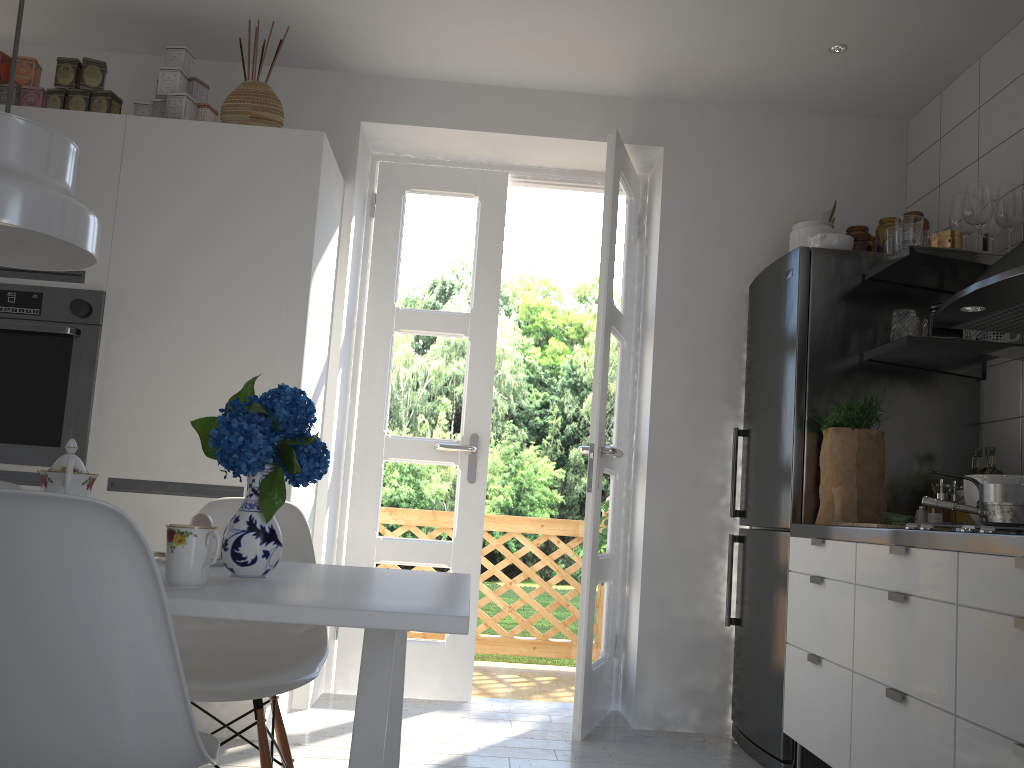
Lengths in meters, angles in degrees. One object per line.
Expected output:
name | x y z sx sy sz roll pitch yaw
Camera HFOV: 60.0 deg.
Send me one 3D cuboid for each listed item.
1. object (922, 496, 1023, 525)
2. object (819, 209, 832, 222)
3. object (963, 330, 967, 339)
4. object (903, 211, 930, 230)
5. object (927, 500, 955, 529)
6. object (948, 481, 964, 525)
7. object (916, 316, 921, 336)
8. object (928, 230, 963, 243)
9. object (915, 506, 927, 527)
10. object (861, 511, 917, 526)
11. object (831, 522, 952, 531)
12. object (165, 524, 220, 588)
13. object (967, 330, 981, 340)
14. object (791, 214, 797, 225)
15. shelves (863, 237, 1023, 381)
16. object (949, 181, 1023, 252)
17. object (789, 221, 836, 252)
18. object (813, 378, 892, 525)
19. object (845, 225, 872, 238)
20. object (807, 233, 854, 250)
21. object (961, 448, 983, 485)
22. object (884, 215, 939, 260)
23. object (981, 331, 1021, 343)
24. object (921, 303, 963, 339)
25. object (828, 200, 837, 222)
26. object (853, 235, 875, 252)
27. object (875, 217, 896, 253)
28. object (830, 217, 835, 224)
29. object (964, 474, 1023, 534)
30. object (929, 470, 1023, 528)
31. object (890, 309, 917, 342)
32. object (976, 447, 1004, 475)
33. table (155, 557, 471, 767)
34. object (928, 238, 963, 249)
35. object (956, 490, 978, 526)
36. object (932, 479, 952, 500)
object | 1.211 0.309 2.139 0.232 0.060 0.352 7 -9 -23
object | 1.196 -0.561 3.497 0.141 0.288 0.064 7 -7 -28
object | 1.553 -0.141 3.002 0.109 0.100 0.083 9 -8 -33
object | 1.464 -0.526 3.238 0.097 0.194 0.097 4 -6 -2
object | 1.347 0.417 2.784 0.078 0.101 0.078 9 -8 -35
object | 1.438 0.401 2.881 0.059 0.172 0.059 10 -8 -42
object | 1.341 -0.167 2.998 0.086 0.119 0.086 3 -7 8
object | 1.385 -0.453 2.834 0.099 0.048 0.100 1 -8 21
object | 1.332 0.438 2.882 0.046 0.084 0.046 7 -7 -24
object | 1.124 0.406 2.659 0.141 0.053 0.277 2 -8 13
object | 1.125 0.429 2.651 0.220 0.012 0.332 4 -8 -2
object | -0.504 0.273 1.400 0.091 0.095 0.078 5 -7 -9
object | 1.542 -0.157 2.900 0.083 0.100 0.109 5 -7 -13
object | 1.155 -0.544 3.530 0.149 0.261 0.054 7 -7 -27
shelves | 1.489 -0.455 1.827 0.427 0.510 2.552 4 -8 -2
object | 1.558 -0.513 2.919 0.205 0.243 0.193 4 -7 -4
object | 1.183 -0.516 3.490 0.174 0.207 0.174 5 -7 -7
object | 1.139 0.232 2.945 0.283 0.507 0.174 6 -6 -15
object | 1.380 -0.508 3.549 0.117 0.235 0.118 1 -7 23
object | 1.173 -0.502 3.247 0.173 0.109 0.159 5 -7 -7
object | 1.508 0.350 2.875 0.066 0.281 0.066 5 -6 -7
object | 1.359 -0.464 2.974 0.229 0.134 0.190 5 -8 -12
object | 1.546 -0.168 2.817 0.083 0.100 0.109 5 -7 -13
object | 1.367 -0.192 2.819 0.100 0.122 0.100 3 -7 8
object | 1.225 -0.565 3.462 0.056 0.294 0.131 6 -7 -22
object | 1.359 -0.487 3.419 0.113 0.153 0.113 1 -7 26
object | 1.362 -0.518 3.202 0.093 0.153 0.093 2 -7 20
object | 1.226 -0.541 3.468 0.115 0.246 0.051 9 -8 -37
object | 1.459 0.362 2.593 0.247 0.174 0.248 -2 -9 38
object | 1.309 0.311 2.429 0.348 0.153 0.201 -2 -9 37
object | 1.289 -0.182 2.914 0.086 0.119 0.086 5 -7 -6
object | 1.506 0.338 2.794 0.082 0.281 0.090 4 -6 -2
table | -1.010 0.645 1.592 1.826 0.658 0.817 4 -7 -2
object | 1.384 -0.432 2.830 0.100 0.036 0.100 1 -8 17
object | 1.450 0.408 2.812 0.044 0.140 0.077 4 -6 -2
object | 1.381 0.393 2.850 0.059 0.172 0.059 10 -8 -42
